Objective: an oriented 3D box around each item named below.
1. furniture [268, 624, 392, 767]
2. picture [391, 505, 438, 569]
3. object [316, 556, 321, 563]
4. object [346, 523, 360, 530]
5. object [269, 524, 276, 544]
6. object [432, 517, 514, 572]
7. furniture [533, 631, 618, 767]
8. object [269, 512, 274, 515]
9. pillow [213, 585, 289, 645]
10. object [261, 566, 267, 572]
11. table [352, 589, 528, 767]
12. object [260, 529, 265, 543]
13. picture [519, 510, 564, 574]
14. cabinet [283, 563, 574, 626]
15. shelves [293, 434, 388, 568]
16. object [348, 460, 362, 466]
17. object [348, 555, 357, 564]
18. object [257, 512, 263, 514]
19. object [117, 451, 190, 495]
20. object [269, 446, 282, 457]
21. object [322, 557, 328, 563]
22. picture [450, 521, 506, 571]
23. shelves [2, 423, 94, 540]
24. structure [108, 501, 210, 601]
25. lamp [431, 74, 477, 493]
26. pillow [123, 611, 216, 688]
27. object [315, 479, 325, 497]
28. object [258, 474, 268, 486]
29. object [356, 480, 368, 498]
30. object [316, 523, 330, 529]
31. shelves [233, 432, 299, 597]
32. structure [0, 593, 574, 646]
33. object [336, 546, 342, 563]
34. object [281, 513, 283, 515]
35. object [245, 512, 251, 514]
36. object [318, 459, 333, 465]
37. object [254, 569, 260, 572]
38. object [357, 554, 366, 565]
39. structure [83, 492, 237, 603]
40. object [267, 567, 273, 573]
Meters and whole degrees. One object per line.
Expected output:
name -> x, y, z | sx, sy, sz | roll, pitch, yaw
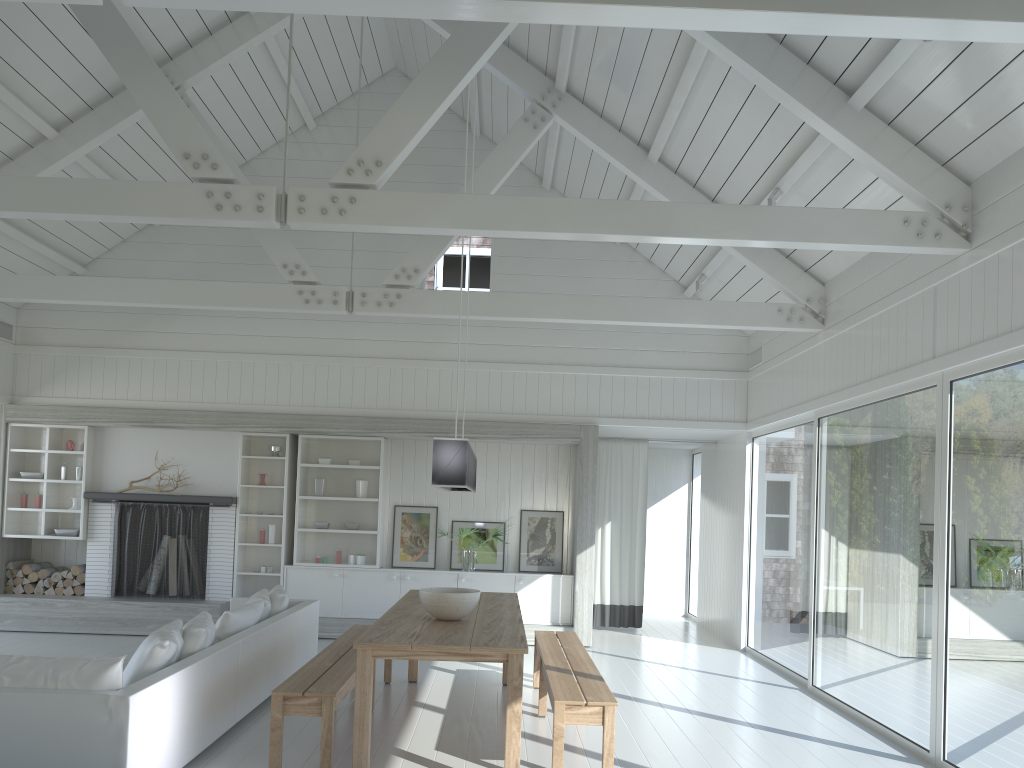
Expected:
furniture -> -1.130, 2.055, 5.993 | 0.340, 0.468, 2.700 | 2, -8, 0
picture -> -1.096, 1.729, 9.951 | 0.495, 0.701, 0.065 | 2, -2, -1
object -> -2.158, 1.954, 9.817 | 0.054, 0.071, 0.054 | 4, -4, -22
object -> -1.805, 1.615, 9.984 | 0.141, 0.066, 0.142 | 2, -7, -1
object -> -2.676, 1.673, 9.832 | 0.072, 0.210, 0.071 | 2, -2, -1
object -> -0.424, 1.748, 9.672 | 0.971, 0.627, 0.626 | 2, -5, -3
furniture -> 0.368, 2.110, 6.012 | 0.340, 0.468, 2.700 | 2, -8, 0
object -> -2.694, 1.452, 9.878 | 0.054, 0.025, 0.055 | 2, -7, -1
pillow -> -2.036, 1.895, 6.913 | 0.462, 0.475, 2.071 | 3, -8, -8
object -> -2.767, 2.060, 9.824 | 0.054, 0.071, 0.054 | 2, -4, -1
table -> -0.401, 1.937, 6.012 | 0.906, 0.759, 2.970 | 2, -8, -1
object -> -2.782, 1.677, 9.833 | 0.054, 0.195, 0.054 | 2, -2, -1
picture -> 0.334, 1.782, 9.969 | 0.495, 0.701, 0.065 | 2, -2, -1
cabinet -> -0.918, 2.361, 9.950 | 3.181, 0.549, 0.657 | 2, -5, -1
shelves -> -1.908, 1.331, 9.991 | 0.939, 1.438, 0.608 | 2, -3, -1
object -> -1.780, 0.904, 10.006 | 0.141, 0.066, 0.142 | 2, -7, -1
object -> -1.776, 1.965, 9.876 | 0.091, 0.095, 0.090 | -1, -6, 33
object -> -2.811, 1.440, 9.822 | 0.054, 0.025, 0.055 | 2, -7, -1
object -> -3.837, 0.965, 9.599 | 0.785, 0.500, 0.458 | 6, -6, -31
object -> -2.636, 0.758, 9.833 | 0.161, 0.123, 0.162 | -2, -7, 32
object -> -2.089, 1.965, 9.844 | 0.058, 0.061, 0.057 | 4, -5, -23
picture -> -0.386, 1.831, 9.968 | 0.609, 0.551, 0.054 | 2, -2, -1
shelves -> -5.065, 1.093, 9.826 | 0.865, 1.235, 0.551 | 2, -3, -1
structure -> -3.846, 1.817, 9.577 | 1.098, 1.059, 0.117 | 2, -2, -1
lamp -> -0.299, -1.387, 6.060 | 0.200, 4.227, 1.915 | 2, -3, 0
pillow -> -2.052, 1.660, 5.250 | 0.466, 0.475, 1.326 | 3, -7, -9
object -> -2.147, 1.160, 9.851 | 0.102, 0.196, 0.103 | 2, -3, -1
object -> -2.787, 1.072, 9.848 | 0.137, 0.129, 0.137 | -3, -7, 42
object -> -1.678, 1.178, 9.857 | 0.103, 0.196, 0.103 | -1, -4, 44
object -> -2.111, 1.583, 9.838 | 0.141, 0.066, 0.142 | 2, -7, -1
shelves -> -2.760, 1.575, 9.972 | 0.541, 1.993, 0.607 | 2, -2, -1
structure -> -2.513, 2.649, 10.226 | 6.349, 0.345, 1.895 | 2, -8, -1
object -> -1.929, 1.903, 9.838 | 0.054, 0.195, 0.054 | 2, -2, -1
object -> -2.576, 1.464, 9.934 | 0.054, 0.025, 0.055 | 2, -7, -1
object -> -2.929, 1.428, 9.766 | 0.054, 0.025, 0.055 | 2, -7, -1
object -> -2.086, 0.873, 9.860 | 0.141, 0.066, 0.142 | 2, -7, -1
object -> -2.845, 2.080, 9.822 | 0.054, 0.025, 0.055 | 2, -7, -1
object -> -1.680, 1.950, 9.809 | 0.085, 0.111, 0.086 | -1, -5, 34
structure -> -3.853, 1.890, 9.931 | 1.616, 1.281, 0.864 | 2, -4, -1
object -> -2.693, 2.068, 9.823 | 0.058, 0.061, 0.058 | 2, -5, -1
